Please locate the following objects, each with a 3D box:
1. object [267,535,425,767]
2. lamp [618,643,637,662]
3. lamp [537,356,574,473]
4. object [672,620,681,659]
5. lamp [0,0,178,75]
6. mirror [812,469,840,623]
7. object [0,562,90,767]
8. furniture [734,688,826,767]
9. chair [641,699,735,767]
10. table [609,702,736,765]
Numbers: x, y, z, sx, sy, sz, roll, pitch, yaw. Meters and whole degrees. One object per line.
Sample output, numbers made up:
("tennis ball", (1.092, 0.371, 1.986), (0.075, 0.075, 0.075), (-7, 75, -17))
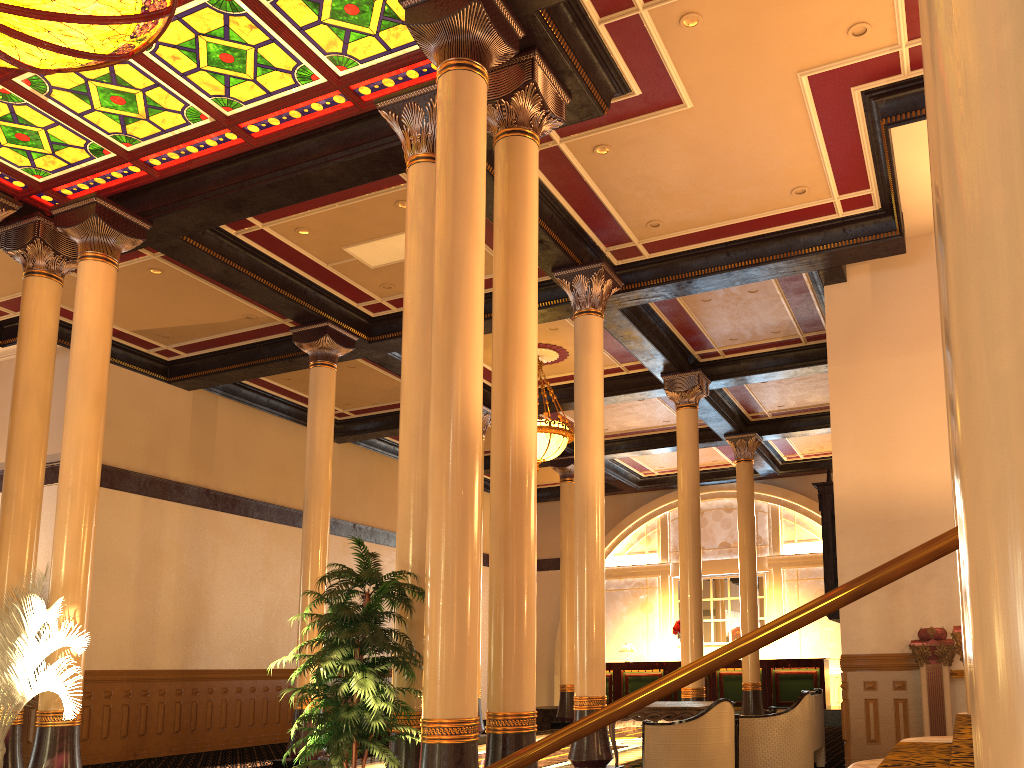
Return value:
("object", (-1.076, 2.109, 5.908), (1.019, 2.093, 1.129), (-3, -11, 14))
("lamp", (2.693, 6.264, 20.266), (0.434, 0.431, 0.426), (4, -14, -19))
("lamp", (0.406, 0.473, 13.703), (1.164, 1.855, 1.252), (-5, -13, 20))
("object", (1.547, -0.527, 5.672), (0.663, 4.163, 31.277), (-2, -18, 9))
("lamp", (-3.788, -2.808, 5.570), (2.928, 0.585, 3.174), (-9, -20, 22))
("mirror", (4.155, 2.072, 11.193), (0.249, 1.933, 1.878), (-5, -14, 26))
("object", (-4.424, 2.709, 7.740), (1.779, 2.211, 2.190), (-7, -15, 28))
("furniture", (3.267, 4.149, 10.436), (0.789, 0.918, 2.293), (-7, -18, 25))
("chair", (1.852, 3.647, 8.804), (1.006, 0.888, 0.755), (13, -19, -43))
("table", (1.957, 4.220, 10.385), (1.081, 0.751, 1.729), (-8, -18, 25))
